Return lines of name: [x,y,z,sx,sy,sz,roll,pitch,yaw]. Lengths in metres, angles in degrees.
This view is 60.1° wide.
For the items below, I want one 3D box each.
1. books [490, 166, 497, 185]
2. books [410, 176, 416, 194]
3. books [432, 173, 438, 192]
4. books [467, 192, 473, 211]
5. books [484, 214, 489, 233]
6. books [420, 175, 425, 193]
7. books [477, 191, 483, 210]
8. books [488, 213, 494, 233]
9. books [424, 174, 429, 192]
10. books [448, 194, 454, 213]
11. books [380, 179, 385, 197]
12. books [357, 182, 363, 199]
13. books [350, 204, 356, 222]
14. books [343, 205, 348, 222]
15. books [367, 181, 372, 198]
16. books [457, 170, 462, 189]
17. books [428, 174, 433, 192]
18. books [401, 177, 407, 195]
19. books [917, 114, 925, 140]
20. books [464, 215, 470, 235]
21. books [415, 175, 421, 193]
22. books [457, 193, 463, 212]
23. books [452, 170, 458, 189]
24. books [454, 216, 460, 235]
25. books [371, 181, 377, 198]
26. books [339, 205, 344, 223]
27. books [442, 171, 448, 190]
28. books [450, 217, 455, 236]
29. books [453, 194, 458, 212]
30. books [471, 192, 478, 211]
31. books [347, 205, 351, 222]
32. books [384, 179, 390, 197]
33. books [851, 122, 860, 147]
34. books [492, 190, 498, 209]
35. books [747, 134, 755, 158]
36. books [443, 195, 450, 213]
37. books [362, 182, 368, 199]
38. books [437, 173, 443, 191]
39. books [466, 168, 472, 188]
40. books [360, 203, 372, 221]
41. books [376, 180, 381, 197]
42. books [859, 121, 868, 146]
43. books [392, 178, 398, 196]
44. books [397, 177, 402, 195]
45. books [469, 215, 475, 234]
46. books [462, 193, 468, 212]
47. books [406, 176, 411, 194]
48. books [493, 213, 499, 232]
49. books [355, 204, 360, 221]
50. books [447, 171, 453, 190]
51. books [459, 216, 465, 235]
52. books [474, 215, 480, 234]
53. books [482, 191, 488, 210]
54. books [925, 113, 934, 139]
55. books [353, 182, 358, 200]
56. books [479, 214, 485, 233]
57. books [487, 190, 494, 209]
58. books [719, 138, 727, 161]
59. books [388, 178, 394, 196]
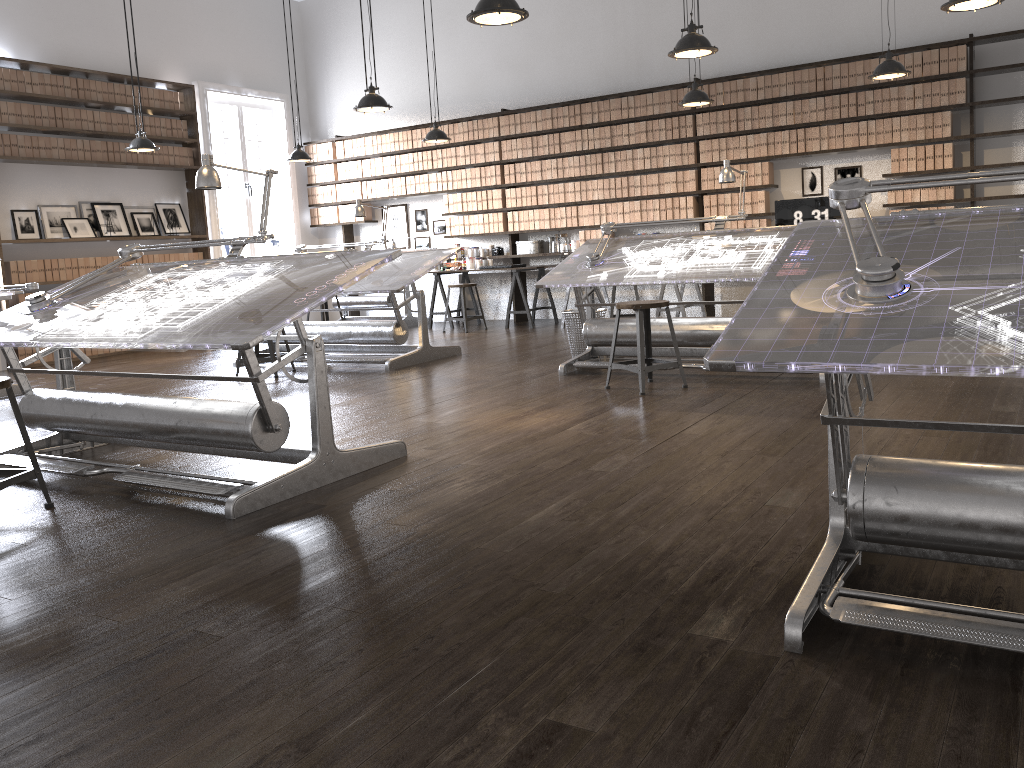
books: [-0.177,-2.445,10.399,0.067,0.224,0.175,0,8,32]
books: [-1.181,-2.473,11.025,0.067,0.224,0.175,0,8,32]
books: [-0.892,-2.463,10.847,0.067,0.224,0.175,0,8,32]
books: [-0.460,-2.182,10.619,0.067,0.224,0.175,0,8,32]
books: [-0.257,-1.907,10.523,0.067,0.224,0.175,0,8,32]
books: [-1.058,-2.469,10.953,0.067,0.224,0.175,0,8,32]
books: [-0.339,-2.178,10.544,0.067,0.224,0.175,0,8,32]
books: [-0.201,-1.906,10.493,0.067,0.224,0.175,0,8,32]
books: [-1.004,-2.466,10.913,0.067,0.224,0.175,0,8,32]
books: [-0.689,-2.190,10.758,0.067,0.224,0.175,0,8,32]
books: [-1.599,-2.488,11.287,0.067,0.224,0.175,0,8,32]
books: [-1.925,-2.505,11.485,0.067,0.224,0.175,0,8,32]
books: [-2.027,-2.236,11.588,0.067,0.224,0.175,0,8,32]
books: [-2.135,-2.240,11.659,0.067,0.224,0.175,0,8,32]
books: [-1.778,-2.494,11.396,0.067,0.224,0.175,0,8,32]
books: [-0.584,-2.460,10.656,0.067,0.224,0.175,0,8,32]
books: [-0.945,-2.465,10.881,0.067,0.224,0.175,0,8,32]
books: [-1.305,-2.477,11.101,0.067,0.224,0.175,0,8,32]
books: [3.697,-2.308,7.984,0.067,0.224,0.175,0,8,32]
books: [-0.496,-1.917,10.678,0.067,0.224,0.175,0,8,32]
books: [-1.118,-2.472,10.991,0.067,0.224,0.175,0,8,32]
books: [-0.580,-2.185,10.687,0.067,0.224,0.175,0,8,32]
books: [-0.642,-2.462,10.695,0.067,0.224,0.175,0,8,32]
books: [-0.618,-1.920,10.752,0.067,0.224,0.175,0,8,32]
books: [-1.716,-2.492,11.363,0.067,0.224,0.175,0,8,32]
books: [-2.198,-2.242,11.696,0.067,0.224,0.175,0,8,32]
books: [-0.767,-2.465,10.764,0.067,0.224,0.175,0,8,32]
books: [-0.670,-1.923,10.786,0.067,0.224,0.175,0,8,32]
books: [-0.635,-2.188,10.726,0.067,0.224,0.175,0,8,32]
books: [-0.402,-2.180,10.578,0.067,0.224,0.175,0,8,32]
books: [-2.081,-2.239,11.627,0.067,0.224,0.175,0,8,32]
books: [-1.539,-2.485,11.246,0.067,0.224,0.175,0,8,32]
books: [3.224,-2.325,8.278,0.067,0.224,0.175,0,8,32]
books: [-0.149,-2.171,10.423,0.067,0.224,0.175,0,8,32]
books: [2.398,-2.354,8.797,0.067,0.224,0.175,0,8,32]
books: [-0.751,-2.192,10.795,0.067,0.224,0.175,0,8,32]
books: [-1.847,-2.496,11.441,0.067,0.224,0.175,0,8,32]
books: [-0.832,-2.461,10.807,0.067,0.224,0.175,0,8,32]
books: [-0.464,-2.455,10.579,0.067,0.224,0.175,0,8,32]
books: [-1.906,-2.233,11.518,0.067,0.224,0.175,0,8,32]
books: [-1.656,-2.491,11.327,0.067,0.224,0.175,0,8,32]
books: [3.285,-2.323,8.240,0.067,0.224,0.175,0,8,32]
books: [-1.422,-2.482,11.178,0.067,0.224,0.175,0,8,32]
books: [-1.365,-2.480,11.145,0.067,0.224,0.175,0,8,32]
books: [-0.435,-1.915,10.642,0.067,0.224,0.175,0,8,32]
books: [-0.520,-2.184,10.656,0.067,0.224,0.175,0,8,32]
books: [-1.239,-2.476,11.067,0.067,0.224,0.175,0,8,32]
books: [-0.144,-1.905,10.461,0.067,0.224,0.175,0,8,32]
books: [-1.964,-2.235,11.557,0.067,0.224,0.175,0,8,32]
books: [-0.703,-2.463,10.728,0.067,0.224,0.175,0,8,32]
books: [-0.557,-1.918,10.712,0.067,0.224,0.175,0,8,32]
books: [-0.378,-1.912,10.602,0.067,0.224,0.175,0,8,32]
books: [-0.278,-2.175,10.500,0.067,0.224,0.175,0,8,32]
books: [3.757,-2.307,7.954,0.067,0.224,0.175,0,8,32]
books: [-1.976,-2.508,11.522,0.067,0.224,0.175,0,8,32]
books: [-0.318,-1.909,10.561,0.067,0.224,0.175,0,8,32]
books: [-0.213,-2.174,10.465,0.067,0.224,0.175,0,8,32]
books: [2.159,-2.363,8.946,0.067,0.224,0.175,0,8,32]
books: [-1.478,-2.483,11.208,0.067,0.224,0.175,0,8,32]
